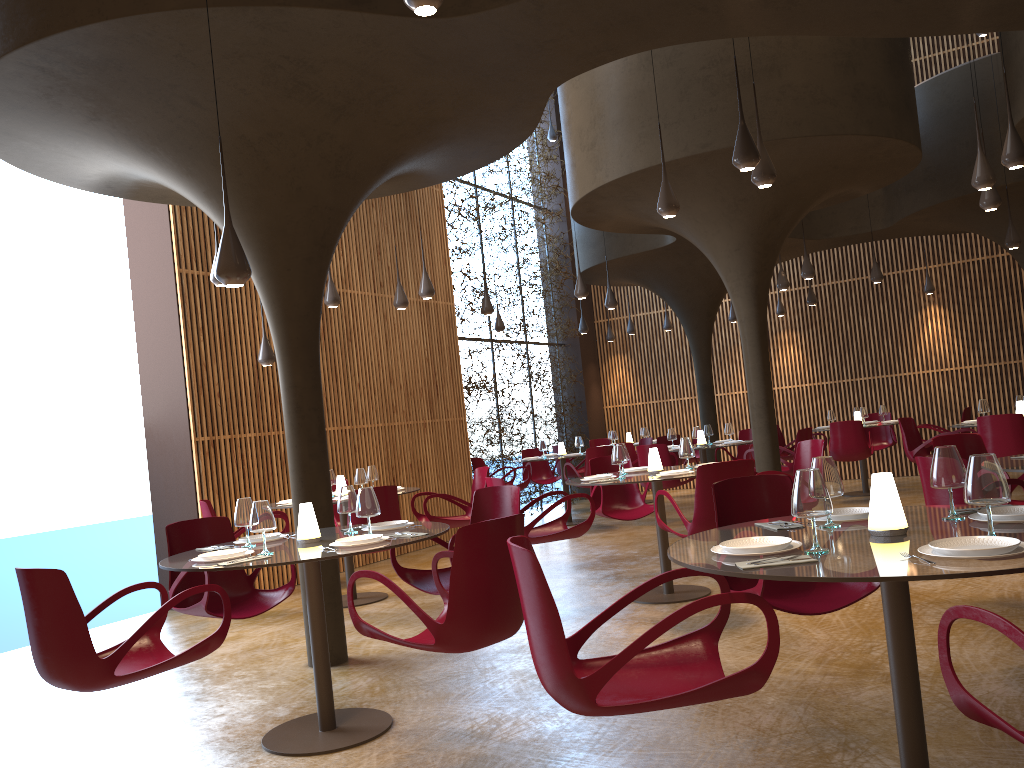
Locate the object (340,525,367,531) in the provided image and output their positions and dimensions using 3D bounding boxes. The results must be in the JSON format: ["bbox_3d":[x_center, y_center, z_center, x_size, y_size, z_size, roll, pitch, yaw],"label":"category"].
[{"bbox_3d":[-0.986,0.943,5.815,0.127,0.017,0.261,-9,-4,43],"label":"object"}]

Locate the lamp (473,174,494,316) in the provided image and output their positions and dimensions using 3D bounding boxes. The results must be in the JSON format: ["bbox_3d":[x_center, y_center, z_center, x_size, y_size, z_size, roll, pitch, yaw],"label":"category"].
[{"bbox_3d":[-0.670,-4.105,12.797,0.196,6.273,0.196,-6,-1,5],"label":"lamp"}]

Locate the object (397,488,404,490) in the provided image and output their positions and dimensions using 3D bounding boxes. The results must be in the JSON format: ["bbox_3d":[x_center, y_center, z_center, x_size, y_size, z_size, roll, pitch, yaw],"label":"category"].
[{"bbox_3d":[-1.347,1.169,9.756,0.331,0.014,0.332,-4,-3,-35],"label":"object"}]

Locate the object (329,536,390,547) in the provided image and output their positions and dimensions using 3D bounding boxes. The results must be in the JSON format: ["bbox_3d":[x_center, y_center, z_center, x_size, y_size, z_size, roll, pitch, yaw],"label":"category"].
[{"bbox_3d":[-0.844,0.876,4.913,0.332,0.014,0.332,-6,-3,2],"label":"object"}]

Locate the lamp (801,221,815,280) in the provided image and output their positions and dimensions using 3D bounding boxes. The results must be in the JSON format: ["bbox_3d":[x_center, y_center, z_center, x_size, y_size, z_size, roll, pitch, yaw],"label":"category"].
[{"bbox_3d":[3.828,-4.589,12.485,0.195,6.273,0.196,-5,-1,-25],"label":"lamp"}]

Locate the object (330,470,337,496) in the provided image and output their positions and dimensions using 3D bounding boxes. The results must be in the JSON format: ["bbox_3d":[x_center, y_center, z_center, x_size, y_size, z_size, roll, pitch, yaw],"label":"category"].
[{"bbox_3d":[-2.027,1.110,9.911,0.142,0.295,0.142,-4,-2,-43],"label":"object"}]

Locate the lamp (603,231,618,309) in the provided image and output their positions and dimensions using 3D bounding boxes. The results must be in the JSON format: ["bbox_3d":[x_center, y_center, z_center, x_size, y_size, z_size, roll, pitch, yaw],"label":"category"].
[{"bbox_3d":[1.190,-4.261,13.552,0.196,6.273,0.196,-6,-1,-15],"label":"lamp"}]

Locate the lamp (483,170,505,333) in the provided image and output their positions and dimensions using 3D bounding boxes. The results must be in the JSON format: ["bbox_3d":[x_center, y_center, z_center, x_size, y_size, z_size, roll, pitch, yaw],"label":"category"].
[{"bbox_3d":[-0.526,-4.001,15.191,0.195,6.273,0.196,-5,-2,-35],"label":"lamp"}]

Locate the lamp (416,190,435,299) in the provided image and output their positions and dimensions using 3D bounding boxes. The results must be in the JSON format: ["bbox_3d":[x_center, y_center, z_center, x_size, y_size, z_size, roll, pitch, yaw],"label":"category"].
[{"bbox_3d":[-1.336,-4.141,10.675,0.195,6.273,0.196,-5,-2,-32],"label":"lamp"}]

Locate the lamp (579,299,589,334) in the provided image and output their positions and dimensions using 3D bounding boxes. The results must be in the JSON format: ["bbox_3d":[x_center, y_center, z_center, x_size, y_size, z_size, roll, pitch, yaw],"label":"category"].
[{"bbox_3d":[1.049,-4.077,16.953,0.195,6.273,0.196,-5,-2,-35],"label":"lamp"}]

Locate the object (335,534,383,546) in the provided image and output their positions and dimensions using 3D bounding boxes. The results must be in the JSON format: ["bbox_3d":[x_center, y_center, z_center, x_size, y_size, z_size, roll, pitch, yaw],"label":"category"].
[{"bbox_3d":[-0.845,0.866,4.914,0.263,0.029,0.263,-5,-3,-24],"label":"object"}]

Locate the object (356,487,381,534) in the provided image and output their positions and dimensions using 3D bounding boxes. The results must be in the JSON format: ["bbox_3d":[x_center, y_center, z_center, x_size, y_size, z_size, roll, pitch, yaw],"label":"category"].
[{"bbox_3d":[-0.835,0.749,5.149,0.142,0.295,0.142,-7,-2,41],"label":"object"}]

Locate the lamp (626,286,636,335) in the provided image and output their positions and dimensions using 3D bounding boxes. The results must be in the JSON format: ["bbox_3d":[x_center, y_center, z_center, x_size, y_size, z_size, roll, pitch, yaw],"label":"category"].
[{"bbox_3d":[2.119,-4.128,18.162,0.195,6.273,0.196,-5,-2,-35],"label":"lamp"}]

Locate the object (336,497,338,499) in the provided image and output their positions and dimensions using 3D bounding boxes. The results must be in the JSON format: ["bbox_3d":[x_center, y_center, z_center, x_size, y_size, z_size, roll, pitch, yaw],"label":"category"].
[{"bbox_3d":[-1.673,1.159,9.077,0.263,0.029,0.263,-7,-3,24],"label":"object"}]

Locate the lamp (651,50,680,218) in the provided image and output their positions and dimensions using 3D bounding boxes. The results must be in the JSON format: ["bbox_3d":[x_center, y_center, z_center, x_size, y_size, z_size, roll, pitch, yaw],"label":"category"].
[{"bbox_3d":[1.010,-4.538,7.590,0.196,6.273,0.195,-7,-2,35],"label":"lamp"}]

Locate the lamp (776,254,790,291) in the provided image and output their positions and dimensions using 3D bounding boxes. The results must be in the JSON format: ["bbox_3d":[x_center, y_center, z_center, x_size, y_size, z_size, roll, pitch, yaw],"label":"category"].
[{"bbox_3d":[3.773,-4.535,13.447,0.195,6.273,0.196,-5,-1,-25],"label":"lamp"}]

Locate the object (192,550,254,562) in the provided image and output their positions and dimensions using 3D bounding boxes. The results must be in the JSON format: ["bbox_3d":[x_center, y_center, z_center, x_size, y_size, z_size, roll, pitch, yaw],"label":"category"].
[{"bbox_3d":[-1.592,0.953,4.890,0.332,0.014,0.331,-8,-3,35],"label":"object"}]

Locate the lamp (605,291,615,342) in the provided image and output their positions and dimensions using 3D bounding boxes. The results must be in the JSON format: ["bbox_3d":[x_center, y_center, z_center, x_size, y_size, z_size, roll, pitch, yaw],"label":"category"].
[{"bbox_3d":[1.823,-4.039,19.344,0.195,6.273,0.196,-5,-2,-35],"label":"lamp"}]

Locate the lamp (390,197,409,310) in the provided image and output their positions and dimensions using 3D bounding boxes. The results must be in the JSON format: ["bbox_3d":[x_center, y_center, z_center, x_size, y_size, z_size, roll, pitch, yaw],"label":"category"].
[{"bbox_3d":[-1.725,-4.068,11.313,0.196,6.273,0.195,-7,-2,38],"label":"lamp"}]

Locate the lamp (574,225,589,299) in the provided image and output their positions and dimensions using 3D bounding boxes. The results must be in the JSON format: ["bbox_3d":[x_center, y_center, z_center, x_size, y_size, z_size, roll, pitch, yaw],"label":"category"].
[{"bbox_3d":[0.624,-4.275,12.071,0.196,6.273,0.196,-6,-1,-15],"label":"lamp"}]

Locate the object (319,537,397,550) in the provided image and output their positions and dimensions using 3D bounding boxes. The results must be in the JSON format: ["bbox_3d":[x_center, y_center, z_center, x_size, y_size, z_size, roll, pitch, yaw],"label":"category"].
[{"bbox_3d":[-0.847,0.877,4.910,0.410,0.012,0.205,-3,-4,-41],"label":"object"}]

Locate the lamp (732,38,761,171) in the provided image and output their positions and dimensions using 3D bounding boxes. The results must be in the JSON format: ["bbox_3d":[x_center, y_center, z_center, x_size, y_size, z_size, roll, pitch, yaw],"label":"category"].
[{"bbox_3d":[1.338,-4.635,6.332,0.195,6.273,0.196,-5,-1,-25],"label":"lamp"}]

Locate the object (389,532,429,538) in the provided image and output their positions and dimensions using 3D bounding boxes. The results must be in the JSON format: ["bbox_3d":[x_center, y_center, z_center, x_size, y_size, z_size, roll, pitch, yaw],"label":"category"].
[{"bbox_3d":[-0.592,0.865,5.080,0.126,0.017,0.262,-4,-4,-37],"label":"object"}]

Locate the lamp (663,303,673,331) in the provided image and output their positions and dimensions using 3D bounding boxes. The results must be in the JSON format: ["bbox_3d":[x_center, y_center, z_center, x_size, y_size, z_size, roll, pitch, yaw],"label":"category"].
[{"bbox_3d":[2.863,-4.206,18.158,0.196,6.273,0.196,-6,-1,15],"label":"lamp"}]

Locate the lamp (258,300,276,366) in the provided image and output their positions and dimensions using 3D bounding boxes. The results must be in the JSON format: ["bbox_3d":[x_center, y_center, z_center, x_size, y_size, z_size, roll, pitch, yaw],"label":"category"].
[{"bbox_3d":[-3.062,-3.325,9.995,0.196,6.273,0.196,-6,-1,5],"label":"lamp"}]

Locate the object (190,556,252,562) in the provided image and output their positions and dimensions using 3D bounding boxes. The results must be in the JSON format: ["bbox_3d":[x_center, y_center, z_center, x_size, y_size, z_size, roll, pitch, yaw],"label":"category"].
[{"bbox_3d":[-1.595,0.954,4.893,0.411,0.012,0.204,-9,-4,43],"label":"object"}]

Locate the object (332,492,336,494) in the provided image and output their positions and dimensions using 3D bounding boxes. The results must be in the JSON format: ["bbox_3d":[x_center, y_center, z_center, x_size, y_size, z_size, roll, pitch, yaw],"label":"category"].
[{"bbox_3d":[-1.921,1.237,10.122,0.263,0.029,0.263,-8,-3,32],"label":"object"}]

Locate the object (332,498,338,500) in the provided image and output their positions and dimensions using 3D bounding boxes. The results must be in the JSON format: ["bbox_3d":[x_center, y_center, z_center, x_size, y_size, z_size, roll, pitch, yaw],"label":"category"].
[{"bbox_3d":[-1.672,1.169,9.077,0.332,0.014,0.331,-7,-3,27],"label":"object"}]

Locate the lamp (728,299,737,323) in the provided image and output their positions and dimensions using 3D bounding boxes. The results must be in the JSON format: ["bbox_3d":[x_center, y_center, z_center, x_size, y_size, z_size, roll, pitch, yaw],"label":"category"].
[{"bbox_3d":[4.112,-4.353,17.817,0.195,6.273,0.196,-5,-2,-45],"label":"lamp"}]

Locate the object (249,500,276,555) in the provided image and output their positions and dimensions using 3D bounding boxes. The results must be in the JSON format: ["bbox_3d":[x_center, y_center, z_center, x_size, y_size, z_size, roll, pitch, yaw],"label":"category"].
[{"bbox_3d":[-1.374,0.792,4.892,0.142,0.295,0.142,-4,-2,-43],"label":"object"}]

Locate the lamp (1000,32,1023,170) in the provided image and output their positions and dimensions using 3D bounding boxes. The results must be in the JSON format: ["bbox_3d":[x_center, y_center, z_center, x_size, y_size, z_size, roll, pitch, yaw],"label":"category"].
[{"bbox_3d":[3.684,-4.840,7.122,0.196,6.273,0.196,-6,-1,15],"label":"lamp"}]

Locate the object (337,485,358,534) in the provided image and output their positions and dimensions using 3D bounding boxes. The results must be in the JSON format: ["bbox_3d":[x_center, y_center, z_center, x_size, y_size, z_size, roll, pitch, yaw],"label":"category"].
[{"bbox_3d":[-1.028,0.791,5.581,0.142,0.295,0.142,-7,-2,20],"label":"object"}]

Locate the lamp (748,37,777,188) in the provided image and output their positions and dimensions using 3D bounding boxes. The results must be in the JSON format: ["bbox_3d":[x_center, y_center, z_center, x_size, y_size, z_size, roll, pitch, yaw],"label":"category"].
[{"bbox_3d":[1.620,-4.637,6.881,0.196,6.273,0.195,-7,-2,35],"label":"lamp"}]

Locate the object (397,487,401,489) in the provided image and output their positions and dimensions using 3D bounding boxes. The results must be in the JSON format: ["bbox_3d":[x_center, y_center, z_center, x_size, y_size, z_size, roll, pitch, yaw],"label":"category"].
[{"bbox_3d":[-1.348,1.159,9.756,0.263,0.029,0.263,-3,-4,-42],"label":"object"}]

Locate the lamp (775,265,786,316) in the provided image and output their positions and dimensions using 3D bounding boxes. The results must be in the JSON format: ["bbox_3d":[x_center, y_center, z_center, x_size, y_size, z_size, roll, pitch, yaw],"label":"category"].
[{"bbox_3d":[4.973,-4.458,17.520,0.195,6.273,0.196,-5,-2,-35],"label":"lamp"}]

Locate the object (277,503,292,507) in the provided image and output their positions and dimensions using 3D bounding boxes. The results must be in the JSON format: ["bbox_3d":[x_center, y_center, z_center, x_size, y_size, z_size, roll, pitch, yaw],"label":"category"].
[{"bbox_3d":[-2.280,1.242,9.114,0.262,0.017,0.126,-5,-3,-13],"label":"object"}]

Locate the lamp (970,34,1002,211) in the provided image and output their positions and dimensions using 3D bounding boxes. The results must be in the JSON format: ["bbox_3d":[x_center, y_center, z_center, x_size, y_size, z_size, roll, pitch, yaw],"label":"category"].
[{"bbox_3d":[4.389,-4.831,8.790,0.195,6.273,0.196,-5,-1,-25],"label":"lamp"}]

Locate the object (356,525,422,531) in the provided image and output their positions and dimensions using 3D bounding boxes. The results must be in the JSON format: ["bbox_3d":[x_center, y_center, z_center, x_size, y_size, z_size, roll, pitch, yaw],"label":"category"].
[{"bbox_3d":[-0.778,0.904,5.591,0.411,0.012,0.204,-8,-4,39],"label":"object"}]

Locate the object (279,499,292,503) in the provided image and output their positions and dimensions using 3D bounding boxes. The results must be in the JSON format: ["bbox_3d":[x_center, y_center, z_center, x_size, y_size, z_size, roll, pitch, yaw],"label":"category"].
[{"bbox_3d":[-2.333,1.245,9.412,0.263,0.029,0.263,-5,-3,-23],"label":"object"}]

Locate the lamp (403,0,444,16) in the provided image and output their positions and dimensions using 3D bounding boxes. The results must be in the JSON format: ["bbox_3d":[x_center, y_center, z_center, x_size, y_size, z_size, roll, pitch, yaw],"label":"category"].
[{"bbox_3d":[-0.721,-4.827,4.131,0.195,6.273,0.196,-5,-2,-45],"label":"lamp"}]

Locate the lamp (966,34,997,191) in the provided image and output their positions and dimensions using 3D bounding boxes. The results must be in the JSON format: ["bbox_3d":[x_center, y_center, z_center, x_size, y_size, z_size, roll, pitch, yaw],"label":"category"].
[{"bbox_3d":[3.804,-4.818,7.812,0.195,6.273,0.196,-5,-2,-35],"label":"lamp"}]

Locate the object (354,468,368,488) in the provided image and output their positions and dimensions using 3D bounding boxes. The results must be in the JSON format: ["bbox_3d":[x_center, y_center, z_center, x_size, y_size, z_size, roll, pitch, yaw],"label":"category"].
[{"bbox_3d":[-1.578,1.032,9.287,0.142,0.295,0.142,-5,-2,-38],"label":"object"}]

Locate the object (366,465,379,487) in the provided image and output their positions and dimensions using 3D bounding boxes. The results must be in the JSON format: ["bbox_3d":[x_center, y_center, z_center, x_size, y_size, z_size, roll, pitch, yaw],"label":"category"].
[{"bbox_3d":[-1.556,1.059,9.885,0.142,0.295,0.142,-7,-2,34],"label":"object"}]

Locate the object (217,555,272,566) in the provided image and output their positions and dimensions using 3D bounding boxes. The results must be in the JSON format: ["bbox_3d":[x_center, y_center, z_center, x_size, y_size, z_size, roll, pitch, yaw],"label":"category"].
[{"bbox_3d":[-1.403,0.928,4.654,0.261,0.017,0.127,-3,-4,-42],"label":"object"}]

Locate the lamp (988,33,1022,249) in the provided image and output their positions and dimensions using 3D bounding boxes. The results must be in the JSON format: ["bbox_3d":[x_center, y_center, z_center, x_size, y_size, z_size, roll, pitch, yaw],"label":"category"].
[{"bbox_3d":[6.192,-4.880,11.586,0.195,6.273,0.196,-5,-1,-25],"label":"lamp"}]

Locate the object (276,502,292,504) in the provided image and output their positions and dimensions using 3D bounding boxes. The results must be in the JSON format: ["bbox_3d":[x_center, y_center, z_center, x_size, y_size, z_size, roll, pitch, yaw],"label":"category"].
[{"bbox_3d":[-2.332,1.254,9.412,0.332,0.014,0.332,-7,-3,22],"label":"object"}]

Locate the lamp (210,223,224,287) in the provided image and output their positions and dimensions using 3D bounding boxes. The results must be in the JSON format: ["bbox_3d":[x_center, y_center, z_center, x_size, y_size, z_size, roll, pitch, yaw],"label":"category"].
[{"bbox_3d":[-3.110,-4.061,8.566,0.196,6.273,0.196,-6,-1,5],"label":"lamp"}]

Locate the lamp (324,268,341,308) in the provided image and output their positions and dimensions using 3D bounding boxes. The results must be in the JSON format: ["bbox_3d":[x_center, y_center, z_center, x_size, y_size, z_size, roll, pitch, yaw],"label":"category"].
[{"bbox_3d":[-2.444,-4.030,10.570,0.196,6.273,0.195,-7,-2,38],"label":"lamp"}]

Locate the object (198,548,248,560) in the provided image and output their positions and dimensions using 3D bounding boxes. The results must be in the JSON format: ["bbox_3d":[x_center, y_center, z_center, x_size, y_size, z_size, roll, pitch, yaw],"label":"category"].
[{"bbox_3d":[-1.593,0.943,4.890,0.263,0.029,0.263,-6,-3,0],"label":"object"}]

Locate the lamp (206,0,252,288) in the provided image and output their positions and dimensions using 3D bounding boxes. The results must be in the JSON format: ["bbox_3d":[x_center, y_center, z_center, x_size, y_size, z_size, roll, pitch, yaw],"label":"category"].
[{"bbox_3d":[-1.816,-3.646,4.831,0.195,6.273,0.196,-5,-2,-45],"label":"lamp"}]
